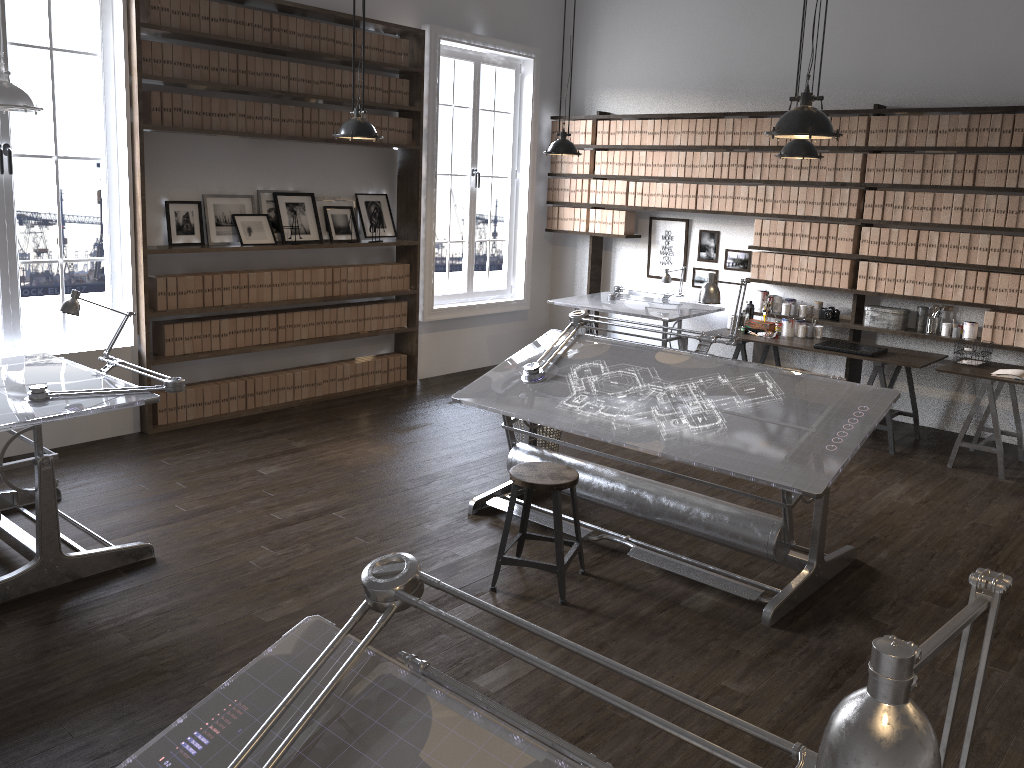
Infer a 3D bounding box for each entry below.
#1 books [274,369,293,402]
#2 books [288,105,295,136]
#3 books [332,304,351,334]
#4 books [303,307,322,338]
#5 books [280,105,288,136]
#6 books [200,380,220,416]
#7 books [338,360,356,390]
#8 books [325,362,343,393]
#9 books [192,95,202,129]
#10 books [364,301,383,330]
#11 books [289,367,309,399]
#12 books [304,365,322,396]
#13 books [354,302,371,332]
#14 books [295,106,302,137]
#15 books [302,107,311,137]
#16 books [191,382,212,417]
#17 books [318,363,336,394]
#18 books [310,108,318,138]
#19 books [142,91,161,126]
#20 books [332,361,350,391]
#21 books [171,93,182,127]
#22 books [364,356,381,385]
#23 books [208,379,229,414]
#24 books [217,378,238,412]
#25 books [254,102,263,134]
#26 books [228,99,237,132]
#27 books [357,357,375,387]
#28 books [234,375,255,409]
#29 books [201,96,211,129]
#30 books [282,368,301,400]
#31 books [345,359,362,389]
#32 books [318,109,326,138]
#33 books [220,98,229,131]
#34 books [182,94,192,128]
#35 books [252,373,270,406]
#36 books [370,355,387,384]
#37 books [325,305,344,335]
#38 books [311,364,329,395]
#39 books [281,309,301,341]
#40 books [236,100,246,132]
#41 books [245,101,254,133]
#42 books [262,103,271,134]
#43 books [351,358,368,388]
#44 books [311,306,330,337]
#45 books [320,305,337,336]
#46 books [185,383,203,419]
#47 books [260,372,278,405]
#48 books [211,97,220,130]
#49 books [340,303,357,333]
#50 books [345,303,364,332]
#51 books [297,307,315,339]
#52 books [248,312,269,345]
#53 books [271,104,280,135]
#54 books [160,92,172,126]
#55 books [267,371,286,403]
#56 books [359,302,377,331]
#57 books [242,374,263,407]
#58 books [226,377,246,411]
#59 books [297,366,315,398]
[{"bbox_3d":[-1.803,0.013,6.983,0.175,0.223,0.067,12,14,40],"label":"books"},{"bbox_3d":[-1.707,-1.972,6.649,0.175,0.223,0.067,12,14,40],"label":"books"},{"bbox_3d":[-1.413,-0.537,7.319,0.175,0.223,0.067,12,14,40],"label":"books"},{"bbox_3d":[-1.601,-0.497,7.109,0.175,0.223,0.067,12,14,40],"label":"books"},{"bbox_3d":[-1.746,-1.962,6.599,0.175,0.224,0.067,12,14,40],"label":"books"},{"bbox_3d":[-2.224,0.103,6.512,0.175,0.223,0.067,12,14,40],"label":"books"},{"bbox_3d":[-1.394,-0.076,7.447,0.175,0.223,0.067,12,14,40],"label":"books"},{"bbox_3d":[-1.481,-0.056,7.344,0.175,0.224,0.067,12,14,40],"label":"books"},{"bbox_3d":[-2.209,-1.864,6.085,0.175,0.223,0.067,12,14,40],"label":"books"},{"bbox_3d":[-1.187,-0.587,7.577,0.175,0.223,0.067,12,14,40],"label":"books"},{"bbox_3d":[-1.706,-0.008,7.093,0.175,0.223,0.067,12,14,40],"label":"books"},{"bbox_3d":[-1.618,-0.026,7.187,0.175,0.224,0.067,12,14,40],"label":"books"},{"bbox_3d":[-1.273,-0.567,7.474,0.175,0.224,0.067,12,14,40],"label":"books"},{"bbox_3d":[-1.666,-1.982,6.699,0.175,0.223,0.067,12,14,40],"label":"books"},{"bbox_3d":[-1.613,-1.991,6.751,0.175,0.224,0.067,12,14,40],"label":"books"},{"bbox_3d":[-2.264,0.114,6.458,0.175,0.224,0.067,12,14,40],"label":"books"},{"bbox_3d":[-1.530,-0.047,7.295,0.175,0.223,0.067,12,14,40],"label":"books"},{"bbox_3d":[-1.568,-2.003,6.810,0.175,0.223,0.067,12,14,40],"label":"books"},{"bbox_3d":[-2.401,-1.823,5.869,0.175,0.223,0.067,12,14,40],"label":"books"},{"bbox_3d":[-1.435,-0.067,7.400,0.175,0.223,0.067,12,14,40],"label":"books"},{"bbox_3d":[-2.303,-1.844,5.980,0.175,0.223,0.067,12,14,40],"label":"books"},{"bbox_3d":[-1.210,-0.115,7.651,0.175,0.223,0.067,12,14,40],"label":"books"},{"bbox_3d":[-2.177,0.093,6.565,0.175,0.223,0.067,12,14,40],"label":"books"},{"bbox_3d":[-2.127,0.084,6.615,0.175,0.223,0.067,12,14,40],"label":"books"},{"bbox_3d":[-1.893,-1.933,6.444,0.175,0.223,0.067,12,14,40],"label":"books"},{"bbox_3d":[-2.030,-1.902,6.283,0.175,0.223,0.067,12,14,40],"label":"books"},{"bbox_3d":[-1.260,-0.105,7.601,0.175,0.223,0.067,12,14,40],"label":"books"},{"bbox_3d":[-2.030,0.063,6.723,0.175,0.224,0.067,12,14,40],"label":"books"},{"bbox_3d":[-2.162,-1.874,6.138,0.175,0.223,0.067,12,14,40],"label":"books"},{"bbox_3d":[-1.752,0.003,7.037,0.175,0.224,0.067,12,14,40],"label":"books"},{"bbox_3d":[-1.347,-0.085,7.494,0.175,0.224,0.067,12,14,40],"label":"books"},{"bbox_3d":[-1.517,-2.012,6.860,0.175,0.223,0.067,12,14,40],"label":"books"},{"bbox_3d":[-2.072,-1.893,6.237,0.175,0.223,0.067,12,14,40],"label":"books"},{"bbox_3d":[-2.252,-1.853,6.030,0.175,0.223,0.067,12,14,40],"label":"books"},{"bbox_3d":[-1.941,0.042,6.829,0.175,0.223,0.067,12,14,40],"label":"books"},{"bbox_3d":[-1.167,-0.126,7.707,0.175,0.223,0.067,12,14,40],"label":"books"},{"bbox_3d":[-1.458,-0.526,7.262,0.175,0.223,0.067,12,14,40],"label":"books"},{"bbox_3d":[-1.578,-0.037,7.244,0.175,0.223,0.067,12,14,40],"label":"books"},{"bbox_3d":[-1.737,-0.466,6.948,0.175,0.223,0.067,12,14,40],"label":"books"},{"bbox_3d":[-1.981,-1.912,6.336,0.175,0.224,0.067,12,14,40],"label":"books"},{"bbox_3d":[-1.937,-1.923,6.390,0.175,0.223,0.067,12,14,40],"label":"books"},{"bbox_3d":[-1.844,-1.942,6.493,0.175,0.223,0.067,12,14,40],"label":"books"},{"bbox_3d":[-1.307,-0.095,7.548,0.175,0.223,0.067,12,14,40],"label":"books"},{"bbox_3d":[-1.551,-0.508,7.164,0.175,0.223,0.067,12,14,40],"label":"books"},{"bbox_3d":[-1.506,-0.516,7.209,0.175,0.224,0.067,12,14,40],"label":"books"},{"bbox_3d":[-2.311,0.122,6.411,0.175,0.223,0.067,12,14,40],"label":"books"},{"bbox_3d":[-1.896,0.034,6.873,0.175,0.224,0.067,12,14,40],"label":"books"},{"bbox_3d":[-2.113,-1.883,6.184,0.175,0.224,0.067,12,14,40],"label":"books"},{"bbox_3d":[-1.370,-0.548,7.373,0.175,0.223,0.067,12,14,40],"label":"books"},{"bbox_3d":[-1.323,-0.557,7.424,0.175,0.223,0.067,12,14,40],"label":"books"},{"bbox_3d":[-1.648,-0.488,7.058,0.175,0.223,0.067,12,14,40],"label":"books"},{"bbox_3d":[-1.927,-0.426,6.736,0.175,0.223,0.067,12,14,40],"label":"books"},{"bbox_3d":[-1.793,-1.952,6.545,0.175,0.223,0.067,12,14,40],"label":"books"},{"bbox_3d":[-2.348,-1.832,5.920,0.175,0.224,0.067,12,14,40],"label":"books"},{"bbox_3d":[-1.848,0.024,6.927,0.175,0.223,0.067,12,14,40],"label":"books"},{"bbox_3d":[-1.227,-0.577,7.529,0.175,0.223,0.067,12,14,40],"label":"books"},{"bbox_3d":[-1.986,0.051,6.782,0.175,0.223,0.067,12,14,40],"label":"books"},{"bbox_3d":[-2.084,0.073,6.671,0.175,0.223,0.067,12,14,40],"label":"books"},{"bbox_3d":[-1.666,-0.017,7.141,0.175,0.223,0.067,12,14,40],"label":"books"}]
